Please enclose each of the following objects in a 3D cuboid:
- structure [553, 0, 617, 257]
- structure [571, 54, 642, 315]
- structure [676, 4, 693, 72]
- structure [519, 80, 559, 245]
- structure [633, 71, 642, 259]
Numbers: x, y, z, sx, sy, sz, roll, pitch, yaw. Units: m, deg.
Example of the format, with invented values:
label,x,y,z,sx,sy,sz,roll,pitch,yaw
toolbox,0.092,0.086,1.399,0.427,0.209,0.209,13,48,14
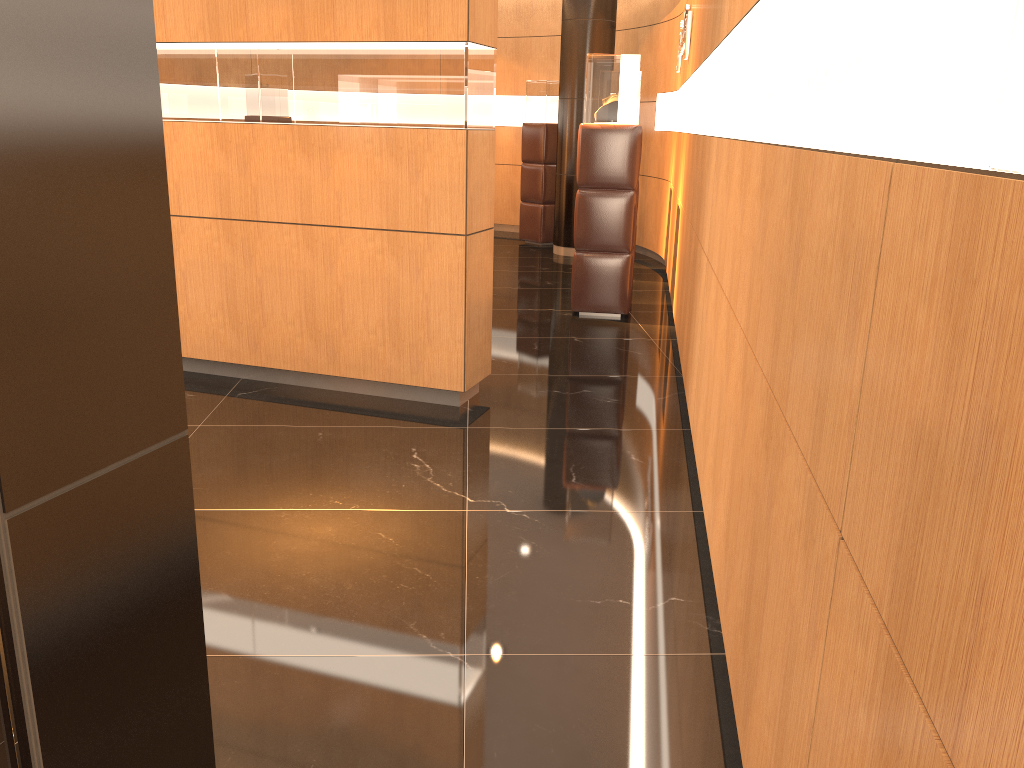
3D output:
label,x,y,z,sx,sy,sz,roll,pitch,yaw
structure,0.843,-3.227,10.244,0.613,3.430,0.613,5,17,11
structure,0.764,-1.574,7.085,0.498,1.968,0.484,4,16,7
structure,1.481,-2.976,7.640,0.034,0.442,2.050,4,16,7
structure,0.430,-2.797,11.282,0.484,2.000,0.498,-11,20,-36
structure,1.059,-2.131,9.070,0.498,2.000,0.484,4,16,7
